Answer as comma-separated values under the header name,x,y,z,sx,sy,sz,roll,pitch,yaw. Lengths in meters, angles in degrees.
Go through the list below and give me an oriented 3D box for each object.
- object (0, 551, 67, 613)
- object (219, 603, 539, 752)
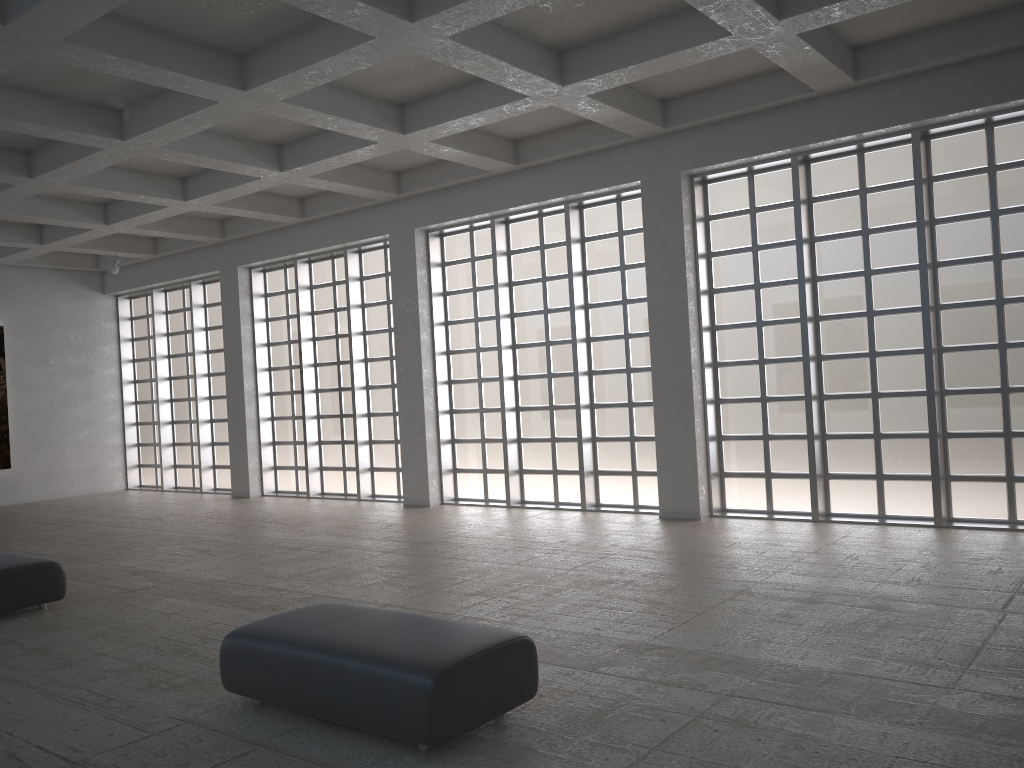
name,x,y,z,sx,sy,sz,roll,pitch,yaw
object,-8.936,3.311,14.772,3.044,0.828,1.616,-3,0,38
object,-1.398,2.854,8.976,3.044,0.828,1.616,-3,0,38
